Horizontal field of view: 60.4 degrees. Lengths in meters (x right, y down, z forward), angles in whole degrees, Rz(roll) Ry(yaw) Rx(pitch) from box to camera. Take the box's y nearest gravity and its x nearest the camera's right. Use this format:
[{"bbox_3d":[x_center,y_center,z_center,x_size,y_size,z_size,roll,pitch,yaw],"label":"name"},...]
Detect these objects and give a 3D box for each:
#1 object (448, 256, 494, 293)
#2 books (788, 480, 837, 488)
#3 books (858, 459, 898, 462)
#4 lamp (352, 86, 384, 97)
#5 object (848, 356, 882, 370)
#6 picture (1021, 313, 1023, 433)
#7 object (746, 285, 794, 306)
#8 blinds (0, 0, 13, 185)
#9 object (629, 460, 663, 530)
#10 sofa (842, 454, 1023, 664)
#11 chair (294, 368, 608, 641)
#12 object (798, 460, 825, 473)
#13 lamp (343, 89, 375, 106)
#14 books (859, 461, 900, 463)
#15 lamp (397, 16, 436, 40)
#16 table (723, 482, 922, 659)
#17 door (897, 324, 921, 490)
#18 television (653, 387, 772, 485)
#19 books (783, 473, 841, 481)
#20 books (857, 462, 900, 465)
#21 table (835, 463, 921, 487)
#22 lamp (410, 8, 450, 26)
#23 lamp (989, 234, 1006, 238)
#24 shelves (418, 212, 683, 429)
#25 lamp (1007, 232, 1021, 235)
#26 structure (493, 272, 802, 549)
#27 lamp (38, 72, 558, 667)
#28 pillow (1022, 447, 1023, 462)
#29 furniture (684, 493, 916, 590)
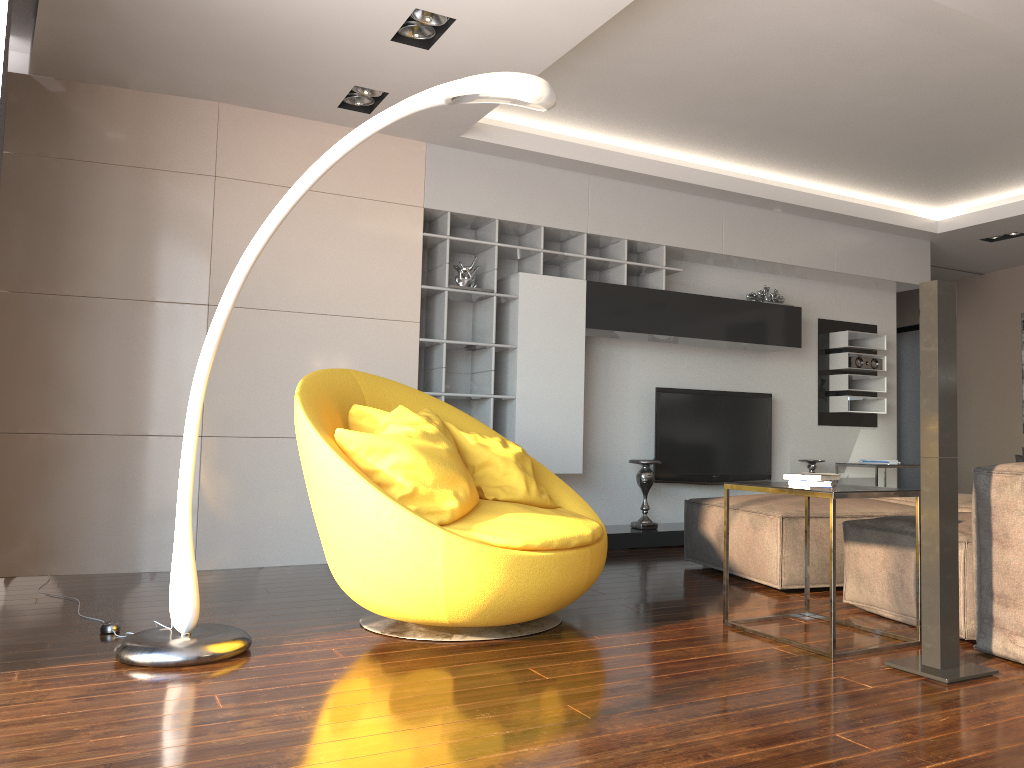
[{"bbox_3d":[-0.301,-0.687,5.560,0.298,0.227,0.271,3,-4,-28],"label":"object"},{"bbox_3d":[1.170,0.383,3.418,0.157,0.023,0.240,0,-4,23],"label":"books"},{"bbox_3d":[3.062,0.640,7.357,0.307,0.011,0.261,0,-4,21],"label":"books"},{"bbox_3d":[-0.758,-1.560,4.615,0.180,0.077,0.173,2,-4,-9],"label":"lamp"},{"bbox_3d":[2.985,-0.174,7.462,0.377,0.094,0.069,3,-4,-29],"label":"object"},{"bbox_3d":[5.057,-0.122,8.186,0.030,1.166,0.727,3,-4,-16],"label":"picture"},{"bbox_3d":[2.006,-0.686,6.925,0.338,0.177,0.309,3,-4,-28],"label":"object"},{"bbox_3d":[-0.920,-0.656,1.208,0.787,2.896,7.105,4,-5,-34],"label":"blinds"},{"bbox_3d":[0.930,0.768,6.134,0.252,0.475,0.227,4,-5,-35],"label":"object"},{"bbox_3d":[2.568,0.699,4.561,2.571,0.704,2.641,2,-4,-17],"label":"sofa"},{"bbox_3d":[-0.204,0.436,3.559,1.085,1.006,1.586,-1,-4,29],"label":"chair"},{"bbox_3d":[2.399,0.849,7.047,0.229,0.482,0.209,4,-5,-33],"label":"object"},{"bbox_3d":[-0.834,-1.553,4.769,0.182,0.077,0.171,2,-4,-16],"label":"lamp"},{"bbox_3d":[3.066,0.650,7.350,0.310,0.011,0.259,0,-4,16],"label":"books"},{"bbox_3d":[-0.430,-1.594,3.941,0.182,0.077,0.171,2,-4,-16],"label":"lamp"},{"bbox_3d":[1.175,0.674,3.371,0.471,0.563,0.573,3,-4,-27],"label":"table"},{"bbox_3d":[4.625,0.368,9.963,0.159,2.095,0.967,3,-4,-15],"label":"door"},{"bbox_3d":[1.515,0.408,6.710,1.153,0.715,0.137,3,-4,-29],"label":"television"},{"bbox_3d":[1.163,0.359,3.406,0.147,0.022,0.216,-2,-4,39],"label":"books"},{"bbox_3d":[3.061,0.660,7.341,0.305,0.011,0.263,-1,-4,26],"label":"books"},{"bbox_3d":[3.074,0.947,7.325,0.629,0.563,0.429,3,-4,-28],"label":"table"},{"bbox_3d":[-0.355,-1.602,3.786,0.180,0.077,0.173,2,-4,-9],"label":"lamp"},{"bbox_3d":[4.140,-1.288,7.552,0.184,0.077,0.170,3,-4,-22],"label":"lamp"},{"bbox_3d":[0.249,-0.211,5.903,2.013,1.602,0.361,3,-4,-29],"label":"shelves"},{"bbox_3d":[4.216,-1.296,7.398,0.186,0.077,0.168,3,-4,-33],"label":"lamp"},{"bbox_3d":[1.285,0.243,6.402,3.020,1.768,0.458,3,-4,-29],"label":"structure"},{"bbox_3d":[-1.584,0.019,3.535,4.011,1.781,0.613,-2,-5,41],"label":"lamp"},{"bbox_3d":[3.151,0.443,4.324,1.013,0.431,2.186,-1,-4,26],"label":"pillow"},{"bbox_3d":[1.652,0.829,4.872,1.135,0.440,1.056,2,-4,-18],"label":"furniture"}]
